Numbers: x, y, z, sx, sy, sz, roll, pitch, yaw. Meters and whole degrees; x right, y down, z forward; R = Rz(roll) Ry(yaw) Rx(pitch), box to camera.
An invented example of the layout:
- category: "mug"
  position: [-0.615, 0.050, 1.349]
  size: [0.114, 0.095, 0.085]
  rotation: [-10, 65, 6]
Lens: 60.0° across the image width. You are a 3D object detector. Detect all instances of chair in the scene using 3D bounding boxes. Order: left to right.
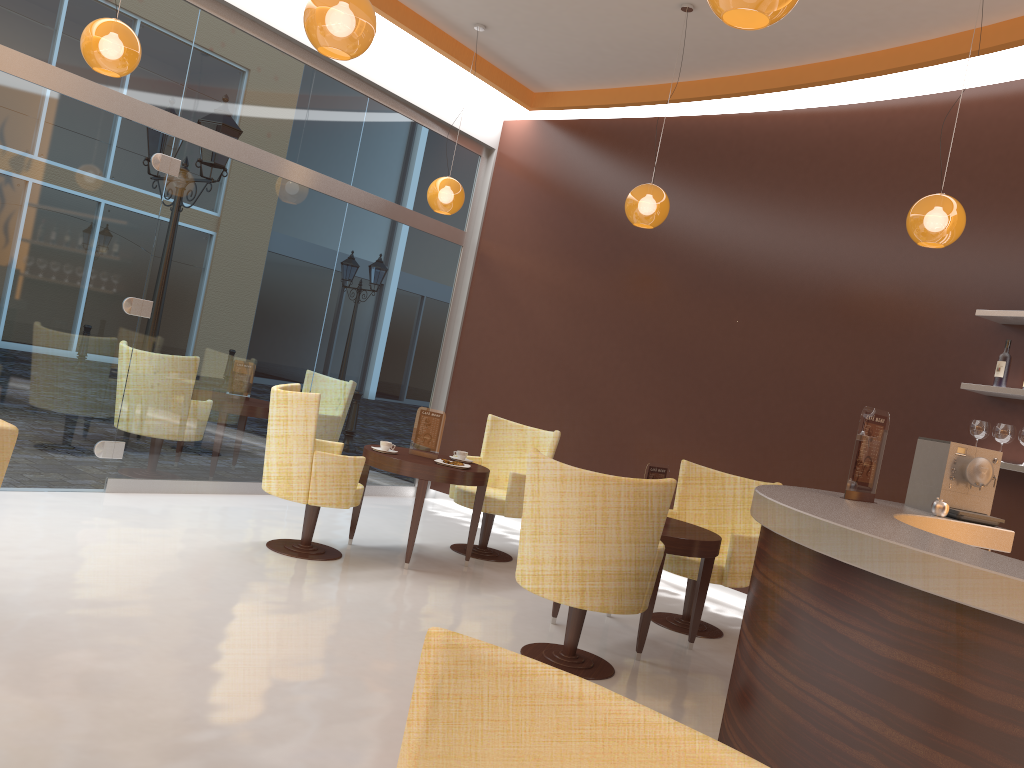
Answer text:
- category: "chair"
  position: [-1.574, 0.507, 1.942]
  size: [0.729, 1.017, 0.685]
  rotation: [12, 0, 33]
- category: "chair"
  position: [-1.259, 0.547, 5.597]
  size: [0.685, 1.017, 0.729]
  rotation: [11, 0, -22]
- category: "chair"
  position: [-0.075, 0.817, 0.724]
  size: [0.685, 1.017, 0.729]
  rotation: [11, 0, -37]
- category: "chair"
  position: [-0.093, 0.774, 6.668]
  size: [0.729, 1.017, 0.685]
  rotation: [12, 0, 39]
- category: "chair"
  position: [0.358, 0.880, 4.368]
  size: [0.729, 1.017, 0.685]
  rotation: [11, 0, 14]
- category: "chair"
  position: [1.237, 1.048, 5.694]
  size: [0.729, 1.017, 0.685]
  rotation: [12, 1, 43]

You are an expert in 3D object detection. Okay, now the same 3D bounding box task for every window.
- category: "window"
  position: [-2.948, -1.058, 5.454]
  size: [0.040, 3.380, 8.200]
  rotation: [12, 0, 36]

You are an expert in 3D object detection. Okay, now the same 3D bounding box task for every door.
- category: "door"
  position: [-3.046, -0.568, 5.458]
  size: [0.020, 2.499, 1.640]
  rotation: [12, 0, 36]

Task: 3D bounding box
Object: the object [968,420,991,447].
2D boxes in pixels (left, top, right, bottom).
- category: "object"
  position: [2.777, 0.330, 5.292]
  size: [0.125, 0.221, 0.125]
  rotation: [11, 0, -29]

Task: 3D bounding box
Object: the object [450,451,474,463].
- category: "object"
  position: [-0.355, 0.515, 6.300]
  size: [0.153, 0.069, 0.153]
  rotation: [11, 0, -32]

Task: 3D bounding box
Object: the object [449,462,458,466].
- category: "object"
  position: [-0.386, 0.530, 5.867]
  size: [0.055, 0.014, 0.053]
  rotation: [11, 0, 19]

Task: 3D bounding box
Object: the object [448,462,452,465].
- category: "object"
  position: [-0.417, 0.527, 5.926]
  size: [0.054, 0.018, 0.051]
  rotation: [12, 0, 23]

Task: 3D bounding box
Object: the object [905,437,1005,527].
- category: "object"
  position: [2.098, 0.454, 4.142]
  size: [0.270, 0.340, 0.373]
  rotation: [11, 0, -9]

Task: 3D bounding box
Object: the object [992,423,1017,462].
- category: "object"
  position: [2.846, 0.345, 5.151]
  size: [0.125, 0.221, 0.125]
  rotation: [11, 0, -29]

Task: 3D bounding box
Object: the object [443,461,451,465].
- category: "object"
  position: [-0.431, 0.521, 5.873]
  size: [0.054, 0.018, 0.051]
  rotation: [11, 0, -7]

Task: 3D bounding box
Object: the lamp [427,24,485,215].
- category: "lamp"
  position: [-0.400, -2.086, 6.992]
  size: [0.299, 1.500, 0.299]
  rotation: [11, 0, 4]

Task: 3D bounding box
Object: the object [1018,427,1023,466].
- category: "object"
  position: [2.913, 0.359, 5.002]
  size: [0.125, 0.221, 0.125]
  rotation: [11, 0, -29]

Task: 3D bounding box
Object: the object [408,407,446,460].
- category: "object"
  position: [-0.579, 0.336, 6.094]
  size: [0.209, 0.335, 0.042]
  rotation: [11, 0, 11]

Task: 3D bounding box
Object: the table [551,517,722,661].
- category: "table"
  position: [0.696, 1.116, 5.089]
  size: [0.872, 0.679, 0.874]
  rotation: [11, 0, -7]

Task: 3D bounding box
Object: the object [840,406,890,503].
- category: "object"
  position: [1.576, 0.313, 3.922]
  size: [0.258, 0.414, 0.052]
  rotation: [11, 0, -40]

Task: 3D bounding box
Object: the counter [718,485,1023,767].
- category: "counter"
  position: [1.558, 1.088, 2.920]
  size: [1.586, 1.100, 2.917]
  rotation: [11, 0, -9]

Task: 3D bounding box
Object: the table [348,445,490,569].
- category: "table"
  position: [-0.645, 0.840, 6.072]
  size: [0.872, 0.679, 0.874]
  rotation: [11, 0, -7]

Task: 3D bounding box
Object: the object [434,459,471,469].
- category: "object"
  position: [-0.397, 0.535, 5.906]
  size: [0.234, 0.020, 0.234]
  rotation: [11, 0, 7]

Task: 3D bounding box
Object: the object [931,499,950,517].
- category: "object"
  position: [1.907, 0.552, 3.949]
  size: [0.075, 0.077, 0.075]
  rotation: [11, 0, 5]

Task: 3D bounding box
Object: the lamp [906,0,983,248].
- category: "lamp"
  position: [2.453, -1.499, 4.876]
  size: [0.299, 1.500, 0.299]
  rotation: [11, 0, 14]

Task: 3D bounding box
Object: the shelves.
- category: "shelves"
  position: [3.232, 0.122, 3.069]
  size: [0.586, 0.902, 4.744]
  rotation: [11, 0, -7]

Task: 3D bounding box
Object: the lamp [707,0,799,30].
- category: "lamp"
  position: [0.837, -1.809, 2.611]
  size: [0.299, 1.500, 0.299]
  rotation: [11, 0, 14]

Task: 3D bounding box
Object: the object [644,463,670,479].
- category: "object"
  position: [0.810, 0.622, 5.079]
  size: [0.209, 0.335, 0.042]
  rotation: [11, 0, -40]

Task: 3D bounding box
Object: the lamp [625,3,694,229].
- category: "lamp"
  position: [1.027, -1.792, 5.934]
  size: [0.299, 1.500, 0.299]
  rotation: [11, 0, 14]

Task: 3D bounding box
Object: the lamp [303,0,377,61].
- category: "lamp"
  position: [-0.590, -2.103, 3.668]
  size: [0.299, 1.500, 0.299]
  rotation: [11, 1, -43]

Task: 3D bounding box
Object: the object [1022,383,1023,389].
- category: "object"
  position: [2.988, -0.100, 5.060]
  size: [0.086, 0.303, 0.086]
  rotation: [11, 0, 15]

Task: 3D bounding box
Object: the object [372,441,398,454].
- category: "object"
  position: [-0.844, 0.420, 5.902]
  size: [0.153, 0.069, 0.153]
  rotation: [12, 0, 36]

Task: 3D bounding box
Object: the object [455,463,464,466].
- category: "object"
  position: [-0.349, 0.536, 5.921]
  size: [0.052, 0.018, 0.055]
  rotation: [11, 0, -30]

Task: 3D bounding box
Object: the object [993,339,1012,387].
- category: "object"
  position: [2.894, -0.114, 5.216]
  size: [0.073, 0.297, 0.073]
  rotation: [11, 1, -44]

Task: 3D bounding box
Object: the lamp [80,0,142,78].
- category: "lamp"
  position: [-2.016, -2.396, 4.726]
  size: [0.299, 1.500, 0.299]
  rotation: [11, 0, 10]

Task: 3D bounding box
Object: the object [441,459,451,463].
- category: "object"
  position: [-0.440, 0.511, 5.907]
  size: [0.055, 0.016, 0.052]
  rotation: [12, 0, 35]
